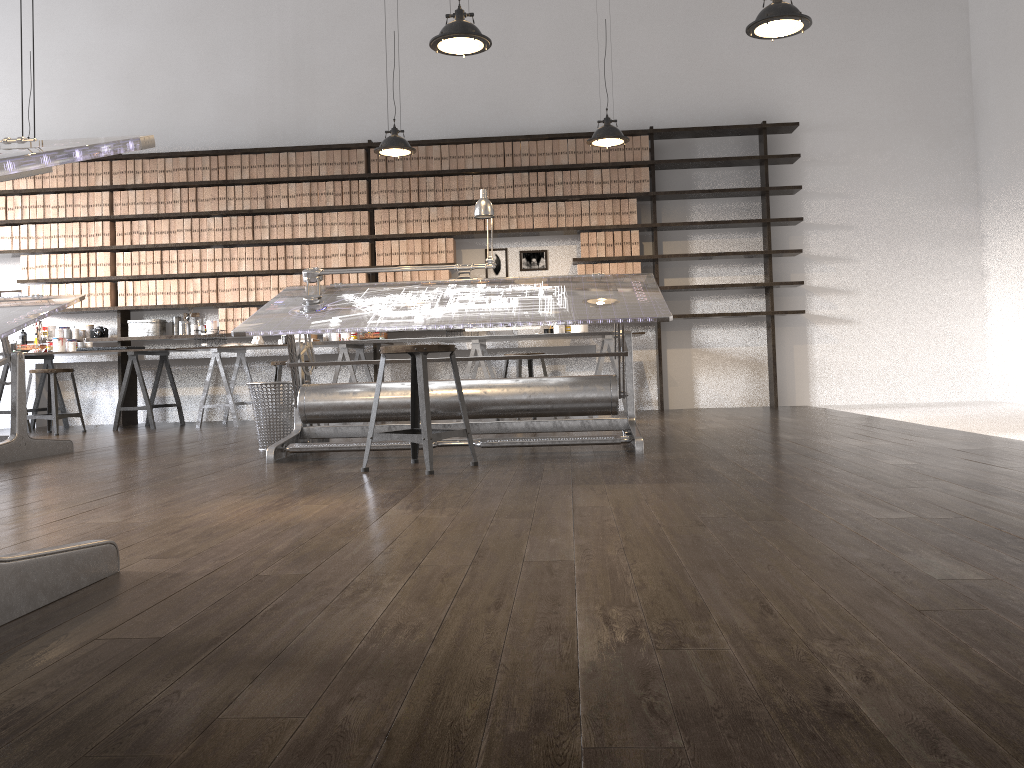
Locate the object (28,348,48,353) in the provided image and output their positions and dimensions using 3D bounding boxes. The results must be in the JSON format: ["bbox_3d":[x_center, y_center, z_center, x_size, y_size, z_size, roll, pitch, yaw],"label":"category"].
[{"bbox_3d":[-4.066,-0.283,7.585,0.197,0.050,0.132,-1,1,33],"label":"object"}]

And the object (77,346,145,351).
[{"bbox_3d":[-3.389,-0.295,7.494,0.445,0.033,0.312,-2,1,4],"label":"object"}]

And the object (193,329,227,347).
[{"bbox_3d":[-2.606,-0.386,7.660,0.203,0.161,0.284,-2,0,4],"label":"object"}]

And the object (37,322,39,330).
[{"bbox_3d":[-4.167,-0.453,7.777,0.055,0.214,0.007,-3,-2,39],"label":"object"}]

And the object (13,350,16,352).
[{"bbox_3d":[-4.303,-0.274,7.683,0.049,0.037,0.049,-2,0,0],"label":"object"}]

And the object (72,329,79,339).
[{"bbox_3d":[-3.956,-0.451,8.027,0.062,0.094,0.062,-2,-1,-11],"label":"object"}]

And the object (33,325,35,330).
[{"bbox_3d":[-4.182,-0.441,7.788,0.071,0.186,0.008,-2,-2,4],"label":"object"}]

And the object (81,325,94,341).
[{"bbox_3d":[-3.846,-0.456,8.038,0.107,0.162,0.235,-1,0,-31],"label":"object"}]

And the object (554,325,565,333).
[{"bbox_3d":[0.396,-0.466,7.423,0.094,0.145,0.094,-2,-1,30],"label":"object"}]

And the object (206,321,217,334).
[{"bbox_3d":[-2.694,-0.502,7.946,0.095,0.128,0.094,-2,-1,10],"label":"object"}]

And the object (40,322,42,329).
[{"bbox_3d":[-4.162,-0.448,7.791,0.055,0.193,0.006,-2,-2,2],"label":"object"}]

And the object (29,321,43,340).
[{"bbox_3d":[-4.304,-0.480,8.011,0.106,0.177,0.107,-2,-1,5],"label":"object"}]

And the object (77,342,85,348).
[{"bbox_3d":[-3.803,-0.322,7.816,0.062,0.093,0.063,-1,-1,-37],"label":"object"}]

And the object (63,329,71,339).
[{"bbox_3d":[-4.021,-0.448,8.009,0.062,0.093,0.063,-2,-1,-11],"label":"object"}]

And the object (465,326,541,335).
[{"bbox_3d":[-0.080,-0.641,7.541,0.643,0.519,0.204,-2,-2,4],"label":"object"}]

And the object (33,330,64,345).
[{"bbox_3d":[-4.113,-0.421,7.911,0.077,0.146,0.345,-2,0,26],"label":"object"}]

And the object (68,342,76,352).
[{"bbox_3d":[-3.860,-0.319,7.775,0.062,0.094,0.062,-3,-1,44],"label":"object"}]

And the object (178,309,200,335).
[{"bbox_3d":[-2.927,-0.572,8.002,0.181,0.272,0.156,-2,-1,-12],"label":"object"}]

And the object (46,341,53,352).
[{"bbox_3d":[-4.040,-0.318,7.734,0.049,0.112,0.049,-2,-1,0],"label":"object"}]

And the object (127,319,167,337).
[{"bbox_3d":[-3.301,-0.501,8.013,0.317,0.152,0.193,-2,0,3],"label":"object"}]

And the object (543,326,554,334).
[{"bbox_3d":[0.317,-0.464,7.584,0.096,0.142,0.091,-2,-1,-17],"label":"object"}]

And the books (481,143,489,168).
[{"bbox_3d":[-0.229,-2.001,7.843,0.067,0.226,0.174,-2,-1,4],"label":"books"}]

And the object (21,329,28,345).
[{"bbox_3d":[-4.346,-0.372,7.872,0.069,0.230,0.068,-2,-2,1],"label":"object"}]

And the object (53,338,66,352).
[{"bbox_3d":[-3.972,-0.334,7.769,0.105,0.142,0.104,-2,-1,-4],"label":"object"}]

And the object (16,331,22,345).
[{"bbox_3d":[-4.351,-0.374,7.788,0.069,0.238,0.068,-2,-2,1],"label":"object"}]

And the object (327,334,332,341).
[{"bbox_3d":[-1.575,-0.390,7.679,0.062,0.093,0.063,-3,-1,44],"label":"object"}]

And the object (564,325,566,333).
[{"bbox_3d":[0.430,-0.469,7.525,0.096,0.143,0.096,-2,-1,21],"label":"object"}]

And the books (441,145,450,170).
[{"bbox_3d":[-0.583,-1.991,7.866,0.067,0.226,0.174,-2,-1,4],"label":"books"}]

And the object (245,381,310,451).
[{"bbox_3d":[-1.309,0.176,4.974,0.353,0.378,0.353,-2,-1,25],"label":"object"}]

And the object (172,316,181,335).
[{"bbox_3d":[-3.062,-0.521,8.087,0.079,0.188,0.078,-1,-2,-17],"label":"object"}]

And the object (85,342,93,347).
[{"bbox_3d":[-3.753,-0.324,7.861,0.062,0.094,0.062,-1,-1,-37],"label":"object"}]

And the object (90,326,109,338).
[{"bbox_3d":[-3.740,-0.466,8.001,0.171,0.109,0.091,-2,-1,4],"label":"object"}]

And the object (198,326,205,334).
[{"bbox_3d":[-2.762,-0.484,7.989,0.062,0.093,0.181,-2,0,17],"label":"object"}]

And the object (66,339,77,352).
[{"bbox_3d":[-3.917,-0.332,7.873,0.095,0.128,0.094,-2,-1,7],"label":"object"}]

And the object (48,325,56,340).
[{"bbox_3d":[-4.196,-0.467,8.078,0.070,0.130,0.070,-3,-2,42],"label":"object"}]

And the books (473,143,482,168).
[{"bbox_3d":[-0.301,-1.999,7.848,0.067,0.226,0.174,-2,-1,4],"label":"books"}]

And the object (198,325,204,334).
[{"bbox_3d":[-2.804,-0.487,8.008,0.062,0.093,0.063,-1,-1,-34],"label":"object"}]

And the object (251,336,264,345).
[{"bbox_3d":[-2.229,-0.424,7.761,0.101,0.209,0.101,-1,-2,-41],"label":"object"}]

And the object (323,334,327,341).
[{"bbox_3d":[-1.618,-0.390,7.730,0.062,0.094,0.062,-3,-1,44],"label":"object"}]

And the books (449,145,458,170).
[{"bbox_3d":[-0.512,-1.993,7.866,0.067,0.226,0.174,-2,-1,4],"label":"books"}]

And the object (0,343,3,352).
[{"bbox_3d":[-4.424,-0.305,7.706,0.068,0.104,0.068,-2,-1,8],"label":"object"}]

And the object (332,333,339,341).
[{"bbox_3d":[-1.523,-0.391,7.632,0.062,0.094,0.062,-1,-1,-37],"label":"object"}]

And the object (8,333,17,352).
[{"bbox_3d":[-4.355,-0.369,7.717,0.069,0.230,0.068,-2,-2,1],"label":"object"}]

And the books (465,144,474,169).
[{"bbox_3d":[-0.373,-1.997,7.856,0.067,0.226,0.174,-2,-1,4],"label":"books"}]

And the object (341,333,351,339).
[{"bbox_3d":[-1.415,-0.413,7.612,0.105,0.142,0.104,-2,-1,11],"label":"object"}]

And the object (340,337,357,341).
[{"bbox_3d":[-1.341,-0.366,7.417,0.197,0.050,0.132,-2,1,-26],"label":"object"}]

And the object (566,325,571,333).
[{"bbox_3d":[0.485,-0.470,7.456,0.068,0.155,0.068,-1,-2,-20],"label":"object"}]

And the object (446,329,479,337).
[{"bbox_3d":[-0.428,-0.455,7.617,0.284,0.161,0.203,-2,0,-4],"label":"object"}]

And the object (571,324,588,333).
[{"bbox_3d":[0.563,-0.491,7.384,0.144,0.196,0.145,-1,-1,-24],"label":"object"}]

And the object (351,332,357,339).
[{"bbox_3d":[-1.350,-0.400,7.569,0.049,0.112,0.049,-2,-1,7],"label":"object"}]

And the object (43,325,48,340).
[{"bbox_3d":[-4.267,-0.465,8.080,0.050,0.140,0.051,-2,-2,1],"label":"object"}]

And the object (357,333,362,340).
[{"bbox_3d":[-1.320,-0.391,7.631,0.060,0.089,0.059,-2,-1,8],"label":"object"}]

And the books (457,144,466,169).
[{"bbox_3d":[-0.443,-1.995,7.864,0.067,0.226,0.174,-2,-1,4],"label":"books"}]

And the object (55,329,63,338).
[{"bbox_3d":[-4.090,-0.446,7.998,0.062,0.094,0.062,-2,-1,-11],"label":"object"}]

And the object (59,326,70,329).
[{"bbox_3d":[-4.097,-0.461,8.111,0.095,0.128,0.094,-2,-1,34],"label":"object"}]

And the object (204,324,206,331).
[{"bbox_3d":[-2.752,-0.489,7.984,0.045,0.101,0.044,-2,-1,6],"label":"object"}]
